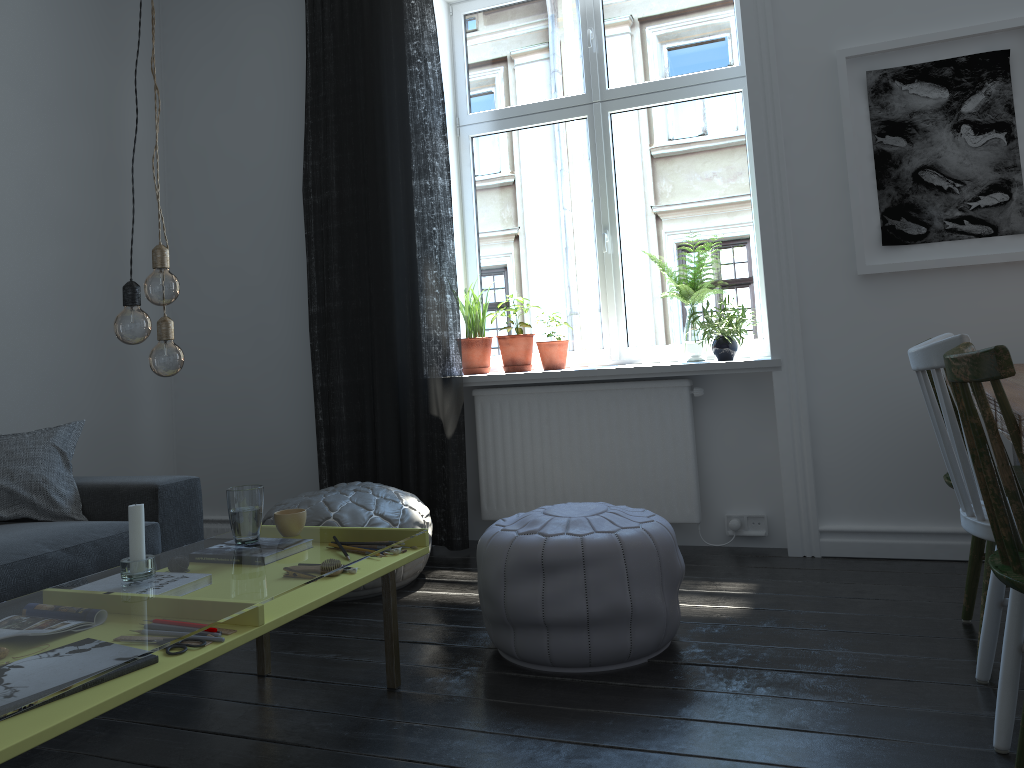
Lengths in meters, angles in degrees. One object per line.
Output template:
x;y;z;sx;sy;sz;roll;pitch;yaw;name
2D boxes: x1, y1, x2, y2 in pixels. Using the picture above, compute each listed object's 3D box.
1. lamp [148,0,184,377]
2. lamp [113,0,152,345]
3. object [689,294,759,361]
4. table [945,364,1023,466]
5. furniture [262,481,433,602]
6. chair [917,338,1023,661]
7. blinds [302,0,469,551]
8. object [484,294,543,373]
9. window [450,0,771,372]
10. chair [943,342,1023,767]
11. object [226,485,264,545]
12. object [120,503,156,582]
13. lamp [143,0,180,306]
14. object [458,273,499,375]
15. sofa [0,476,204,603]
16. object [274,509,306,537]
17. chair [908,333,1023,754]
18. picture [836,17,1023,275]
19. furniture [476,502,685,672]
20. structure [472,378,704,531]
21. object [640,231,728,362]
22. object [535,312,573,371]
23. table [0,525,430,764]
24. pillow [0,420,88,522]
-0.805;-0.766;2.001;0.074;1.510;0.088;1;-6;-43;lamp
-0.836;-0.833;1.910;0.086;1.510;0.073;-2;-5;-16;lamp
0.913;-0.248;3.776;0.283;0.297;0.285;-4;-2;27;object
1.585;0.338;1.865;1.014;0.721;2.227;-4;1;23;table
-0.658;0.597;3.478;0.677;0.385;0.679;-4;0;23;furniture
1.389;0.278;2.368;0.484;0.835;0.466;-5;-3;21;chair
-0.651;-0.749;4.122;0.801;3.000;0.111;-5;-5;21;blinds
0.021;-0.244;4.250;0.256;0.373;0.234;-5;-3;35;object
0.439;-1.087;4.344;1.562;2.005;0.107;-5;-5;23;window
1.028;0.334;1.466;0.484;0.834;0.466;-5;-3;21;chair
-0.719;0.354;2.381;0.098;0.147;0.097;-3;-3;-16;object
-0.868;0.362;2.039;0.074;0.175;0.074;-1;-4;-32;object
-0.806;-0.920;1.972;0.074;1.510;0.073;-2;-5;-20;lamp
-0.172;-0.300;4.341;0.300;0.503;0.332;-4;-3;6;object
-2.065;0.552;2.378;1.080;0.728;2.373;-4;1;23;sofa
-0.610;0.386;2.428;0.087;0.067;0.086;-3;-1;-39;object
1.181;0.299;1.923;0.508;0.850;0.465;-5;-3;23;chair
1.633;-0.883;3.329;0.685;0.896;0.083;-5;-5;23;picture
0.205;0.581;2.625;0.613;0.423;0.609;-4;0;17;furniture
0.330;0.314;3.861;1.061;0.634;0.073;-4;-4;23;structure
0.808;-0.382;3.950;0.328;0.571;0.390;-3;-3;-13;object
0.202;-0.206;4.151;0.194;0.280;0.175;-3;-3;-10;object
-0.763;0.649;1.856;0.598;0.402;1.400;-4;1;23;table
-2.153;0.315;2.499;0.476;0.495;2.056;-4;1;28;pillow
